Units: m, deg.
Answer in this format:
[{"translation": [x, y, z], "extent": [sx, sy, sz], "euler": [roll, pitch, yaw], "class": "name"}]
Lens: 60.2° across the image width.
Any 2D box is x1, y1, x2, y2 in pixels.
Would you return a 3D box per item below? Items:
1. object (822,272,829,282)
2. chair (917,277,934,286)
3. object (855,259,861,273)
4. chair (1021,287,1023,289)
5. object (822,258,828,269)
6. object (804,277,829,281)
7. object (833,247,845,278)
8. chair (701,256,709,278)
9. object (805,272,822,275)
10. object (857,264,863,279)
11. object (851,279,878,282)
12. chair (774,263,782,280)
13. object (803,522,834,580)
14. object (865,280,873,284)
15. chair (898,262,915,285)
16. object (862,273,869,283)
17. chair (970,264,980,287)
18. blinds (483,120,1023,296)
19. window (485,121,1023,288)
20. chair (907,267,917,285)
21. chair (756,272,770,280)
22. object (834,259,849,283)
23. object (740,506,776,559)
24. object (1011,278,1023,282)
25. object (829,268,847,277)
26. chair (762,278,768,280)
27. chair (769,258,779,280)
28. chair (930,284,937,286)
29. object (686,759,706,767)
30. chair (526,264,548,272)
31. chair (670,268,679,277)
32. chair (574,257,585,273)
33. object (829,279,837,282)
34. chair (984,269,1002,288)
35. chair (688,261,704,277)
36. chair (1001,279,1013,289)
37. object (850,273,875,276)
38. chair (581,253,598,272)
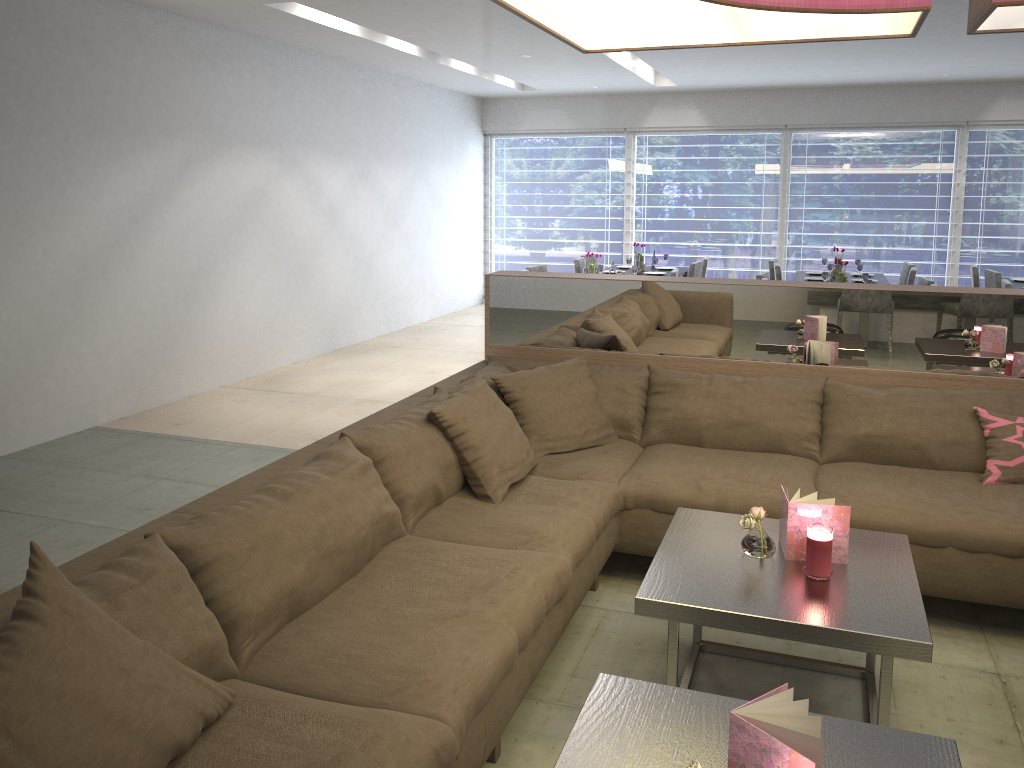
[{"translation": [2.447, -0.808, 6.913], "extent": [0.053, 0.137, 0.054], "euler": [-3, 9, -22], "class": "object"}, {"translation": [2.845, -0.420, 6.641], "extent": [0.492, 0.753, 0.482], "euler": [3, 10, 14], "class": "chair"}, {"translation": [3.218, -1.091, 8.233], "extent": [0.053, 0.137, 0.054], "euler": [-4, 10, -28], "class": "object"}, {"translation": [3.635, -0.234, 5.802], "extent": [0.492, 0.753, 0.482], "euler": [3, 10, 14], "class": "chair"}, {"translation": [2.943, -1.114, 8.329], "extent": [0.053, 0.137, 0.054], "euler": [-3, 9, -22], "class": "object"}, {"translation": [2.644, -0.909, 7.669], "extent": [0.217, 0.015, 0.219], "euler": [5, 13, 19], "class": "object"}, {"translation": [2.909, -1.085, 7.877], "extent": [0.104, 0.273, 0.156], "euler": [3, 9, 17], "class": "object"}, {"translation": [1.660, -0.862, 8.651], "extent": [0.492, 0.753, 0.482], "euler": [3, 10, 14], "class": "chair"}, {"translation": [2.839, -1.027, 8.215], "extent": [0.217, 0.015, 0.219], "euler": [5, 13, 19], "class": "object"}, {"translation": [3.025, -0.975, 7.693], "extent": [0.053, 0.137, 0.054], "euler": [-4, 10, -28], "class": "object"}, {"translation": [3.007, -0.880, 7.541], "extent": [0.217, 0.015, 0.219], "euler": [5, 13, 19], "class": "object"}, {"translation": [2.546, -0.668, 7.779], "extent": [0.492, 0.753, 0.482], "euler": [3, 10, 14], "class": "chair"}, {"translation": [0.785, 0.426, 2.262], "extent": [0.075, 0.127, 0.076], "euler": [-1, 9, -8], "class": "object"}, {"translation": [2.529, -0.669, 6.277], "extent": [0.053, 0.137, 0.054], "euler": [-3, 9, -22], "class": "object"}, {"translation": [3.352, -0.726, 8.059], "extent": [0.492, 0.753, 0.482], "euler": [3, 10, 14], "class": "chair"}, {"translation": [2.722, -0.786, 6.816], "extent": [0.053, 0.137, 0.054], "euler": [-3, 9, -22], "class": "object"}, {"translation": [4.263, -0.651, 7.731], "extent": [0.493, 0.753, 0.482], "euler": [4, 10, 24], "class": "chair"}, {"translation": [2.989, -1.844, 9.795], "extent": [7.106, 2.021, 0.045], "euler": [4, 9, 19], "class": "blinds"}, {"translation": [3.034, -1.839, 9.894], "extent": [7.111, 2.050, 0.160], "euler": [4, 9, 19], "class": "window"}, {"translation": [3.163, -0.616, 7.552], "extent": [0.493, 0.753, 0.482], "euler": [4, 10, 24], "class": "chair"}, {"translation": [2.161, -0.473, 6.872], "extent": [0.493, 0.753, 0.482], "euler": [4, 10, 24], "class": "chair"}, {"translation": [2.402, -0.779, 6.460], "extent": [0.104, 0.273, 0.156], "euler": [3, 9, 17], "class": "object"}, {"translation": [0.661, 0.399, 2.388], "extent": [0.100, 0.128, 0.096], "euler": [1, 10, 3], "class": "object"}, {"translation": [4.435, -0.898, 7.657], "extent": [0.217, 0.015, 0.219], "euler": [5, 13, 19], "class": "object"}, {"translation": [2.926, -1.012, 7.951], "extent": [0.203, 0.099, 0.071], "euler": [-2, 10, -11], "class": "object"}, {"translation": [2.039, -0.362, 6.361], "extent": [0.492, 0.753, 0.482], "euler": [3, 10, 14], "class": "chair"}, {"translation": [2.668, -0.779, 8.290], "extent": [0.493, 0.753, 0.482], "euler": [4, 10, 24], "class": "chair"}, {"translation": [2.656, -0.310, 6.135], "extent": [0.493, 0.753, 0.482], "euler": [4, 10, 24], "class": "chair"}, {"translation": [0.339, 0.637, 1.298], "extent": [0.095, 0.124, 0.195], "euler": [-7, 13, -38], "class": "object"}, {"translation": [0.410, -0.614, 7.485], "extent": [0.493, 0.753, 0.482], "euler": [4, 10, 24], "class": "chair"}, {"translation": [1.101, -0.563, 7.263], "extent": [0.492, 0.753, 0.482], "euler": [3, 10, 14], "class": "chair"}, {"translation": [0.854, -0.805, 8.372], "extent": [0.492, 0.753, 0.482], "euler": [3, 10, 14], "class": "chair"}, {"translation": [2.287, -0.678, 6.312], "extent": [0.053, 0.137, 0.054], "euler": [-3, 9, -22], "class": "object"}, {"translation": [4.142, -0.540, 7.220], "extent": [0.492, 0.753, 0.482], "euler": [3, 10, 14], "class": "chair"}, {"translation": [1.471, -0.753, 8.145], "extent": [0.493, 0.753, 0.482], "euler": [4, 10, 24], "class": "chair"}, {"translation": [3.756, -0.344, 6.313], "extent": [0.493, 0.753, 0.482], "euler": [4, 10, 24], "class": "chair"}, {"translation": [3.203, -0.998, 8.088], "extent": [0.217, 0.015, 0.219], "euler": [5, 13, 19], "class": "object"}, {"translation": [0.976, -0.915, 8.883], "extent": [0.493, 0.753, 0.482], "euler": [4, 10, 24], "class": "chair"}]
